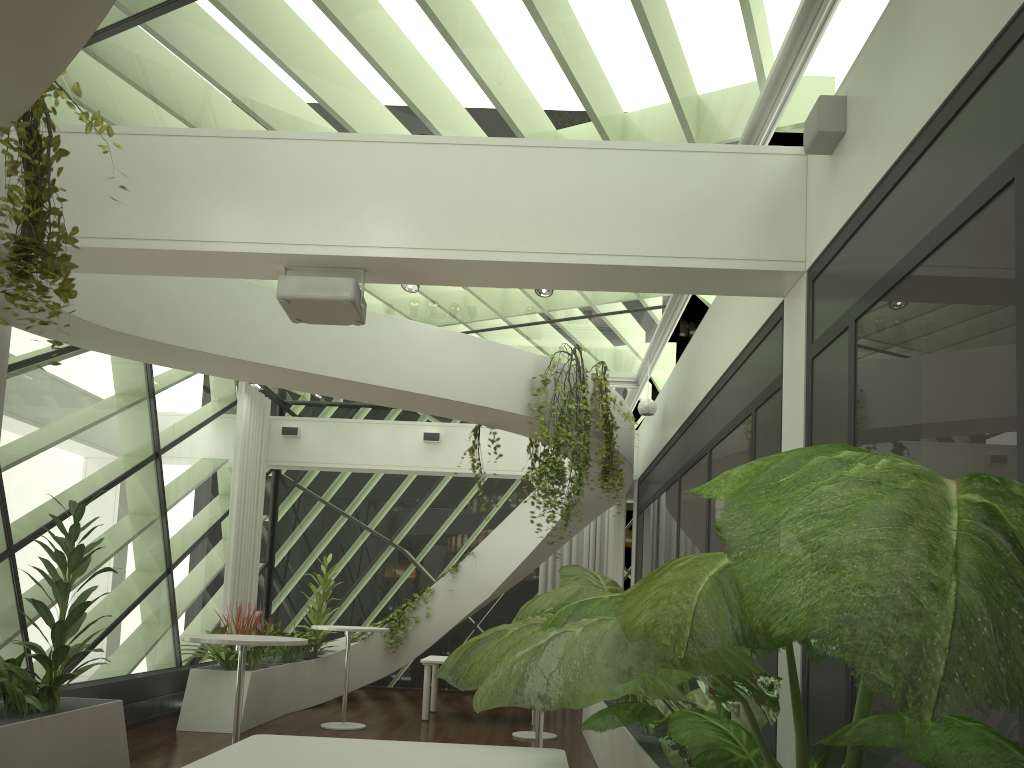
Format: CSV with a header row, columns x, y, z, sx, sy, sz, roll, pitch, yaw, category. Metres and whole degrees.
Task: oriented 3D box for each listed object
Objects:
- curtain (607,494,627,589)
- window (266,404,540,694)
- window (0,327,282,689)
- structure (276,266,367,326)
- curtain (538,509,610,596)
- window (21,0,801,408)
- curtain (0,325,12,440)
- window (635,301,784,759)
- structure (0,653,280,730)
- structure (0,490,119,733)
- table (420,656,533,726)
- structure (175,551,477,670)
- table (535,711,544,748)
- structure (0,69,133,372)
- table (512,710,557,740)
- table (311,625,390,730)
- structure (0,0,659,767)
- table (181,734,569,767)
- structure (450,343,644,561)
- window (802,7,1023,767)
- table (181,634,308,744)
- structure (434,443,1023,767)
x,y,z,sx,sy,sz,roll,pitch,yaw,category
1.559,2.667,13.040,0.160,4.019,1.017,3,-6,1,curtain
-1.056,2.663,14.160,5.736,4.566,0.039,2,-5,2,window
-4.101,0.413,5.947,0.084,4.538,17.189,2,-14,2,window
-1.067,-0.511,4.969,0.462,0.271,0.397,2,-12,2,structure
1.054,2.853,13.853,1.230,4.019,0.162,3,-5,1,curtain
-1.169,-1.723,6.090,5.686,0.054,17.156,2,-14,2,window
-3.721,0.541,5.684,0.160,4.019,1.063,3,-6,1,curtain
1.628,2.013,8.506,0.050,3.172,7.368,2,-13,2,window
-4.020,2.609,6.446,0.259,0.493,15.530,2,-14,2,structure
-3.037,1.125,4.389,0.854,1.565,3.412,2,-13,1,structure
-0.356,3.816,10.926,1.500,0.705,1.095,2,-12,2,table
-2.572,2.779,11.136,2.041,1.638,4.869,-4,-15,32,structure
0.206,2.401,6.056,0.860,1.077,0.871,-4,-11,36,table
-2.148,-0.884,3.124,1.460,2.268,4.693,8,-14,-34,structure
0.289,3.321,9.621,0.860,1.077,0.871,-4,-11,36,table
-1.816,3.241,9.678,0.860,1.077,0.871,-4,-11,36,table
-1.490,-0.049,1.170,5.914,4.134,25.002,1,-14,7,structure
-0.523,1.943,3.665,1.500,0.705,1.095,2,-12,2,table
0.309,0.673,8.480,1.651,2.036,1.453,8,-10,-33,structure
1.455,0.082,1.017,0.050,3.172,7.277,2,-13,2,window
-1.898,2.321,6.113,0.860,1.077,0.871,-4,-11,36,table
0.488,1.872,5.509,1.782,1.679,9.132,2,-14,2,structure
